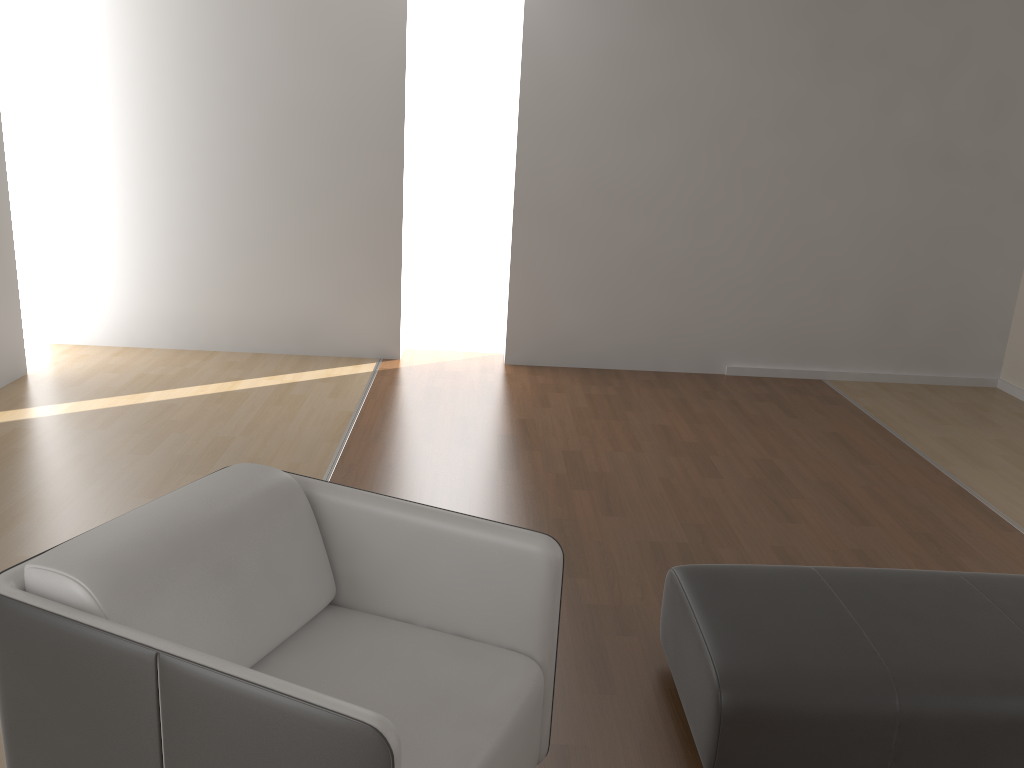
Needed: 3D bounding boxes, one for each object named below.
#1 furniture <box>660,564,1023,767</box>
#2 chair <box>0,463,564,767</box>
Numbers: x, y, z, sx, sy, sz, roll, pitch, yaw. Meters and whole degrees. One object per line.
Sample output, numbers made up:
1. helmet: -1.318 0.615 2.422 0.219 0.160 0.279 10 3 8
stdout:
1. furniture: 1.104 0.756 2.414 1.291 0.301 0.685 3 16 -2
2. chair: -0.462 0.633 1.904 0.919 0.661 0.767 10 17 22
